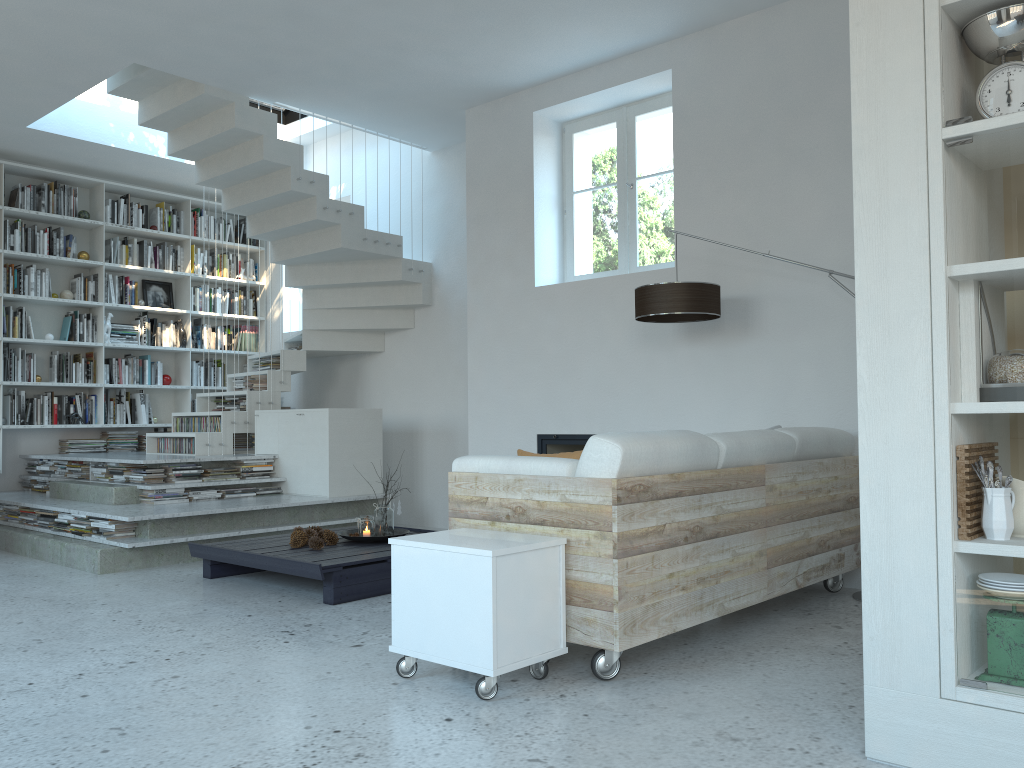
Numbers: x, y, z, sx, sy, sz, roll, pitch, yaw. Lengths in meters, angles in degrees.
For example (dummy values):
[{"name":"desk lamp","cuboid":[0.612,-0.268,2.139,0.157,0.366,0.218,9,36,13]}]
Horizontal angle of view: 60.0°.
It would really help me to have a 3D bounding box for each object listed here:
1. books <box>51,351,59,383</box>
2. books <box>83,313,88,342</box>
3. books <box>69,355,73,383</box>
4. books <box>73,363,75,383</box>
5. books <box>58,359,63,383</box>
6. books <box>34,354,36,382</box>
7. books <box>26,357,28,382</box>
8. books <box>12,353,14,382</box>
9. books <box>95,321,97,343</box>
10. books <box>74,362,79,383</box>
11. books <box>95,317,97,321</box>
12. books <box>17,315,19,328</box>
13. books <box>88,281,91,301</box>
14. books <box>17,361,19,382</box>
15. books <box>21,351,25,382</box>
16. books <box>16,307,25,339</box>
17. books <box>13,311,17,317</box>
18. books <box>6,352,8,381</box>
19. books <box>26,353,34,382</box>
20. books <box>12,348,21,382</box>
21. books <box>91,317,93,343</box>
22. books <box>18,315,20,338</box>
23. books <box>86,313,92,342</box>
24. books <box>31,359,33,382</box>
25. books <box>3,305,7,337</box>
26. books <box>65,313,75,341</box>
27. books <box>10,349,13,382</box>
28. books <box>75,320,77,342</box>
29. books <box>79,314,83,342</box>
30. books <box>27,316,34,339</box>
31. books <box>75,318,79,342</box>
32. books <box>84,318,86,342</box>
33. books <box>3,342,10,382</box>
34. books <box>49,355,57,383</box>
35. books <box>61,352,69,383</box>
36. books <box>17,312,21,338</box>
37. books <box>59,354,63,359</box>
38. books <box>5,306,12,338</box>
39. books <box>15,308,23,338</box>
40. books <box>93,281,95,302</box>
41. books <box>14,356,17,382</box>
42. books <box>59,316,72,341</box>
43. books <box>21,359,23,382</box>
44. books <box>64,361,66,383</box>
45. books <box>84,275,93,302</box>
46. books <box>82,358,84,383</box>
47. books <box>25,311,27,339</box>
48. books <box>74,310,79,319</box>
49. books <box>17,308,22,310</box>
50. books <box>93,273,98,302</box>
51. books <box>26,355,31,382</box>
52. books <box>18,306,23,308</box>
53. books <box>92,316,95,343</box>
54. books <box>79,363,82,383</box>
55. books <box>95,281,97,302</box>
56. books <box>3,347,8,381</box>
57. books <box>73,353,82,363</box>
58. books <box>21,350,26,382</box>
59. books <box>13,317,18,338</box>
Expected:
[{"name":"books","cuboid":[-4.081,-0.147,7.911,0.131,0.289,0.016,-2,-2,42]},{"name":"books","cuboid":[-3.915,-0.501,8.091,0.154,0.274,0.032,-2,-2,42]},{"name":"books","cuboid":[-3.989,-0.126,7.963,0.184,0.251,0.018,-2,-2,42]},{"name":"books","cuboid":[-3.976,-0.092,7.975,0.182,0.182,0.018,-2,-2,42]},{"name":"books","cuboid":[-4.049,-0.111,7.903,0.177,0.215,0.016,-2,-2,42]},{"name":"books","cuboid":[-4.202,-0.133,7.750,0.172,0.251,0.013,-2,-2,42]},{"name":"books","cuboid":[-4.243,-0.119,7.715,0.134,0.222,0.008,-2,-2,42]},{"name":"books","cuboid":[-4.312,-0.136,7.613,0.165,0.248,0.013,-2,-2,42]},{"name":"books","cuboid":[-3.862,-0.467,8.146,0.164,0.212,0.023,-2,-2,42]},{"name":"books","cuboid":[-3.956,-0.096,8.013,0.175,0.195,0.015,-2,-2,42]},{"name":"books","cuboid":[-3.844,-0.484,8.152,0.158,0.245,0.010,-2,-2,42]},{"name":"books","cuboid":[-4.296,-0.482,7.656,0.156,0.209,0.014,-2,-2,42]},{"name":"books","cuboid":[-3.899,-0.832,8.118,0.173,0.202,0.013,-2,-2,42]},{"name":"books","cuboid":[-4.285,-0.104,7.637,0.184,0.186,0.013,-2,-2,42]},{"name":"books","cuboid":[-4.258,-0.143,7.675,0.183,0.267,0.012,-2,-2,42]},{"name":"books","cuboid":[-4.265,-0.520,7.694,0.159,0.287,0.013,-2,-2,42]},{"name":"books","cuboid":[-4.304,-0.499,7.648,0.169,0.242,0.008,-2,-2,42]},{"name":"books","cuboid":[-4.343,-0.153,7.586,0.155,0.281,0.006,-2,-2,42]},{"name":"books","cuboid":[-4.210,-0.138,7.740,0.142,0.261,0.014,-2,-2,42]},{"name":"books","cuboid":[-4.275,-0.159,7.648,0.175,0.297,0.014,-2,-2,42]},{"name":"books","cuboid":[-3.883,-0.484,8.126,0.158,0.244,0.013,-2,-2,42]},{"name":"books","cuboid":[-4.284,-0.483,7.658,0.158,0.211,0.007,-2,-2,42]},{"name":"books","cuboid":[-3.884,-0.500,8.093,0.184,0.273,0.012,-2,-2,42]},{"name":"books","cuboid":[-4.216,-0.112,7.725,0.180,0.207,0.014,-2,-2,42]},{"name":"books","cuboid":[-4.364,-0.524,7.568,0.191,0.287,0.035,-2,-2,42]},{"name":"books","cuboid":[-3.988,-0.498,8.002,0.174,0.264,0.021,-2,-2,42]},{"name":"books","cuboid":[-4.316,-0.154,7.605,0.159,0.283,0.005,-2,-2,42]},{"name":"books","cuboid":[-3.969,-0.471,8.013,0.188,0.209,0.006,-2,-2,42]},{"name":"books","cuboid":[-3.941,-0.496,8.048,0.165,0.263,0.018,-2,-2,42]},{"name":"books","cuboid":[-4.215,-0.480,7.719,0.176,0.210,0.051,-2,-2,42]},{"name":"books","cuboid":[-3.962,-0.475,8.020,0.187,0.219,0.013,-2,-2,42]},{"name":"books","cuboid":[-3.916,-0.476,8.066,0.178,0.224,0.012,-2,-2,42]},{"name":"books","cuboid":[-4.343,-0.182,7.612,0.149,0.342,0.007,-2,-2,42]},{"name":"books","cuboid":[-4.082,-0.129,7.889,0.130,0.251,0.019,-2,-2,42]},{"name":"books","cuboid":[-4.017,-0.143,7.971,0.159,0.285,0.007,-2,-2,42]},{"name":"books","cuboid":[-4.285,-0.498,7.675,0.132,0.243,0.017,-2,-2,42]},{"name":"books","cuboid":[-4.050,-0.133,7.925,0.149,0.262,0.015,-2,-2,42]},{"name":"books","cuboid":[-4.322,-0.520,7.591,0.191,0.279,0.013,-2,-2,42]},{"name":"books","cuboid":[-4.271,-0.512,7.678,0.178,0.270,0.006,-2,-2,42]},{"name":"books","cuboid":[-3.872,-0.833,8.131,0.173,0.204,0.013,-2,-2,42]},{"name":"books","cuboid":[-4.296,-0.125,7.614,0.188,0.226,0.011,-2,-2,42]},{"name":"books","cuboid":[-4.017,-0.486,7.978,0.153,0.241,0.056,-2,-2,42]},{"name":"books","cuboid":[-4.274,-0.111,7.673,0.167,0.203,0.013,-2,-2,42]},{"name":"books","cuboid":[-4.043,-0.105,7.960,0.122,0.208,0.031,-2,-2,42]},{"name":"books","cuboid":[-3.882,-0.859,8.123,0.176,0.257,0.016,-2,-2,42]},{"name":"books","cuboid":[-3.928,-0.113,8.043,0.182,0.229,0.018,-2,-2,42]},{"name":"books","cuboid":[-4.256,-0.502,7.715,0.161,0.254,0.007,-2,-2,42]},{"name":"books","cuboid":[-3.966,-0.513,8.041,0.154,0.295,0.013,-2,-2,42]},{"name":"books","cuboid":[-4.271,-0.513,7.686,0.167,0.273,0.006,-2,-2,42]},{"name":"books","cuboid":[-3.848,-0.869,8.156,0.182,0.278,0.005,-2,-2,42]},{"name":"books","cuboid":[-4.228,-0.127,7.717,0.176,0.238,0.015,-2,-2,42]},{"name":"books","cuboid":[-4.288,-0.525,7.731,0.088,0.300,0.011,-2,-2,42]},{"name":"books","cuboid":[-3.861,-0.489,8.124,0.169,0.252,0.011,-2,-2,42]},{"name":"books","cuboid":[-3.942,-0.090,8.022,0.190,0.183,0.019,-2,-2,42]},{"name":"books","cuboid":[-3.858,-0.833,8.153,0.169,0.206,0.012,-2,-2,42]},{"name":"books","cuboid":[-4.352,-0.160,7.578,0.177,0.295,0.018,-2,-2,42]},{"name":"books","cuboid":[-3.937,-0.135,8.035,0.173,0.274,0.006,-2,-2,42]},{"name":"books","cuboid":[-4.257,-0.151,7.701,0.159,0.285,0.006,-2,-2,42]},{"name":"books","cuboid":[-4.292,-0.475,7.621,0.191,0.192,0.017,-2,-2,42]}]
